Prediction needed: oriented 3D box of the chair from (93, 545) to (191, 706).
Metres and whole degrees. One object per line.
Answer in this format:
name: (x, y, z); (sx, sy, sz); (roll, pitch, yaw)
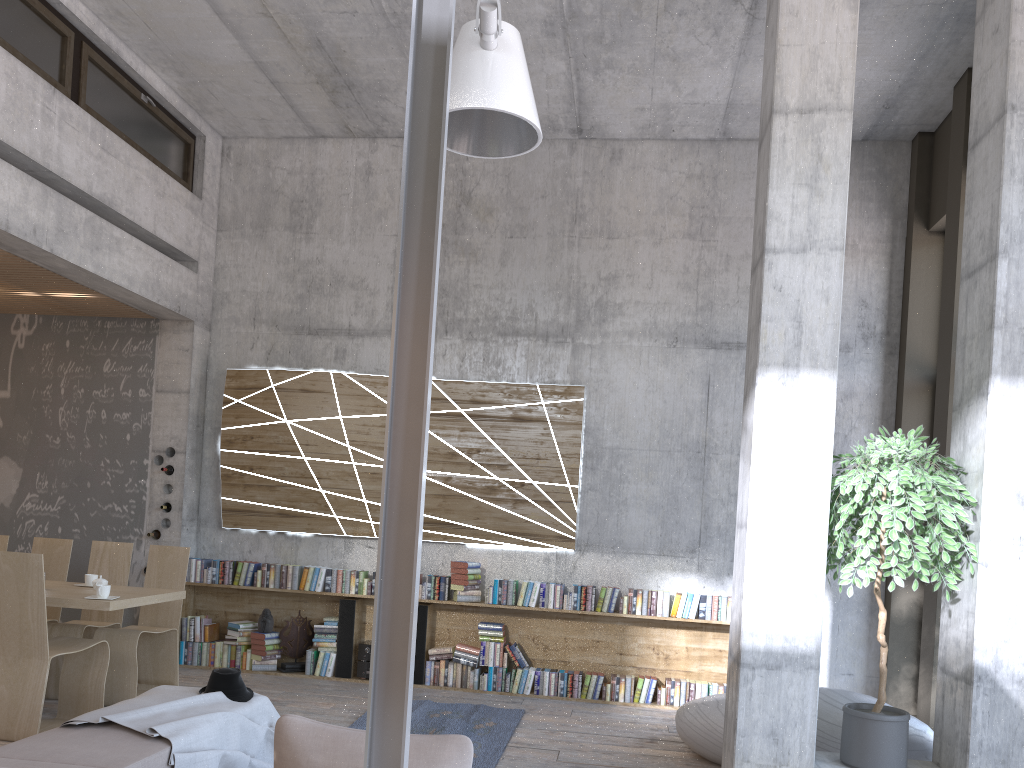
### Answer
chair: (-2.883, 1.864, 6.834); (0.349, 1.188, 0.727); (3, -3, 8)

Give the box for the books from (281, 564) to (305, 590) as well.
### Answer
books: (-2.048, 1.805, 8.201); (0.156, 0.219, 0.191); (3, -4, 8)

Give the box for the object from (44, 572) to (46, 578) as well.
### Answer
object: (-3.335, 1.390, 6.213); (0.053, 0.111, 0.052); (5, -2, -37)

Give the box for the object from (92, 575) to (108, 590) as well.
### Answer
object: (-3.007, 1.453, 6.403); (0.089, 0.111, 0.123); (4, -5, -1)

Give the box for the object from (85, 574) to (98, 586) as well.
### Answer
object: (-3.179, 1.484, 6.625); (0.094, 0.087, 0.117); (6, -6, -28)

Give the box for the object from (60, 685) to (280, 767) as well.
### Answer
object: (-1.680, 1.949, 4.845); (1.042, 0.499, 1.617); (0, -9, 26)

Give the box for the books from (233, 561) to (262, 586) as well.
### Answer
books: (-2.503, 1.792, 8.294); (0.199, 0.227, 0.191); (3, -4, 8)

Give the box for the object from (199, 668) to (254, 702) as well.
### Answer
object: (-1.628, 1.712, 5.013); (0.302, 0.168, 0.301); (4, -7, -5)

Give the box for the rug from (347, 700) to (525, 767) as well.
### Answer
rug: (-0.653, 2.423, 5.841); (1.161, 0.049, 2.953); (2, -9, 8)

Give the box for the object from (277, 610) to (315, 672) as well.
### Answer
object: (-2.026, 2.410, 8.266); (0.346, 0.566, 0.196); (5, -2, -32)

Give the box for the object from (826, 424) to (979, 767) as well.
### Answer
object: (2.041, 1.151, 4.783); (1.005, 1.854, 0.968); (5, -2, -26)

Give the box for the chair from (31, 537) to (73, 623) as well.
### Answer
chair: (-3.890, 1.818, 6.931); (0.349, 1.188, 0.727); (3, -3, 8)

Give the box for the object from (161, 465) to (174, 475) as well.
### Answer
object: (-3.220, 0.817, 8.292); (0.090, 0.089, 0.339); (3, -8, 8)

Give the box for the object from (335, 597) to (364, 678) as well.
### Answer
object: (-1.520, 2.384, 8.199); (0.152, 0.756, 0.274); (3, -1, 8)

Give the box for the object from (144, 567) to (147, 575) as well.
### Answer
object: (-3.390, 1.778, 8.384); (0.090, 0.089, 0.339); (3, -8, 8)

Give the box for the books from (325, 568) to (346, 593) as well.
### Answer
books: (-1.636, 1.829, 8.147); (0.156, 0.219, 0.155); (3, -3, 8)

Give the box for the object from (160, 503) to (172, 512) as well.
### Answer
object: (-3.236, 1.175, 8.328); (0.093, 0.092, 0.351); (3, -8, 8)

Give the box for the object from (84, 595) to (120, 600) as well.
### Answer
object: (-2.742, 1.433, 5.869); (0.185, 0.014, 0.187); (4, -9, -6)

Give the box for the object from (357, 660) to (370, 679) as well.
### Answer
object: (-1.186, 2.649, 8.135); (0.439, 0.163, 0.296); (2, -7, 7)

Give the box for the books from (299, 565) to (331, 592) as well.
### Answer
books: (-1.833, 1.814, 8.173); (0.249, 0.227, 0.191); (3, -4, 8)

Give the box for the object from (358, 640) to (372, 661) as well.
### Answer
object: (-1.177, 2.488, 8.130); (0.439, 0.160, 0.307); (2, -7, 7)

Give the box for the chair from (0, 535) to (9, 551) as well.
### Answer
chair: (-4.399, 1.788, 6.935); (0.349, 1.188, 0.726); (3, -3, 2)

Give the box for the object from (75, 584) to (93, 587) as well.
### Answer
object: (-3.174, 1.522, 6.619); (0.185, 0.014, 0.187); (2, -9, 11)

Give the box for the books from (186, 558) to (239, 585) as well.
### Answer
books: (-2.857, 1.777, 8.327); (0.489, 0.219, 0.217); (3, -5, 7)

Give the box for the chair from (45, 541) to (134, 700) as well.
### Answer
chair: (-3.378, 1.852, 6.947); (0.349, 1.188, 0.726); (3, -3, 3)

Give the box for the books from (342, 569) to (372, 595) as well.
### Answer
books: (-1.421, 1.839, 8.121); (0.276, 0.219, 0.172); (3, -4, 9)

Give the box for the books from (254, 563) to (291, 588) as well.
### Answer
books: (-2.260, 1.801, 8.254); (0.278, 0.219, 0.211); (3, -4, 6)

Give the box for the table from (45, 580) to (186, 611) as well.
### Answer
table: (-5.149, 1.819, 6.539); (5.181, 0.919, 1.022); (2, -5, 7)

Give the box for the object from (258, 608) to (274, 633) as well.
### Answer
object: (-2.297, 2.208, 8.185); (0.145, 0.228, 0.136); (3, -2, 5)

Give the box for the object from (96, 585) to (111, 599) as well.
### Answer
object: (-2.730, 1.390, 5.859); (0.094, 0.087, 0.117); (7, -7, -38)

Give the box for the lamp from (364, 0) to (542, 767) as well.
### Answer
lamp: (-0.243, 0.193, 2.253); (0.757, 3.403, 2.646); (4, -3, -5)

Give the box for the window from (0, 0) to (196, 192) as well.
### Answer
window: (-3.533, -2.704, 4.074); (0.113, 0.601, 8.541); (3, -9, 8)

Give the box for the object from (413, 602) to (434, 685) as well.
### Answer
object: (-0.847, 2.411, 8.112); (0.152, 0.756, 0.274); (3, -1, 8)

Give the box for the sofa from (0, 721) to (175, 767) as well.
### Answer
sofa: (-1.197, 1.651, 3.599); (2.994, 0.779, 3.048); (2, -8, 8)

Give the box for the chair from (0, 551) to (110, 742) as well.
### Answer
chair: (-3.020, 1.690, 5.762); (0.348, 1.188, 0.727); (3, -3, 11)

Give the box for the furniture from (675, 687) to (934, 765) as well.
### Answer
furniture: (2.008, 2.410, 6.108); (1.630, 0.805, 1.811); (-4, -10, 45)

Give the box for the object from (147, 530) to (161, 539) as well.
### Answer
object: (-3.349, 1.425, 8.300); (0.095, 0.094, 0.342); (3, -8, 8)
